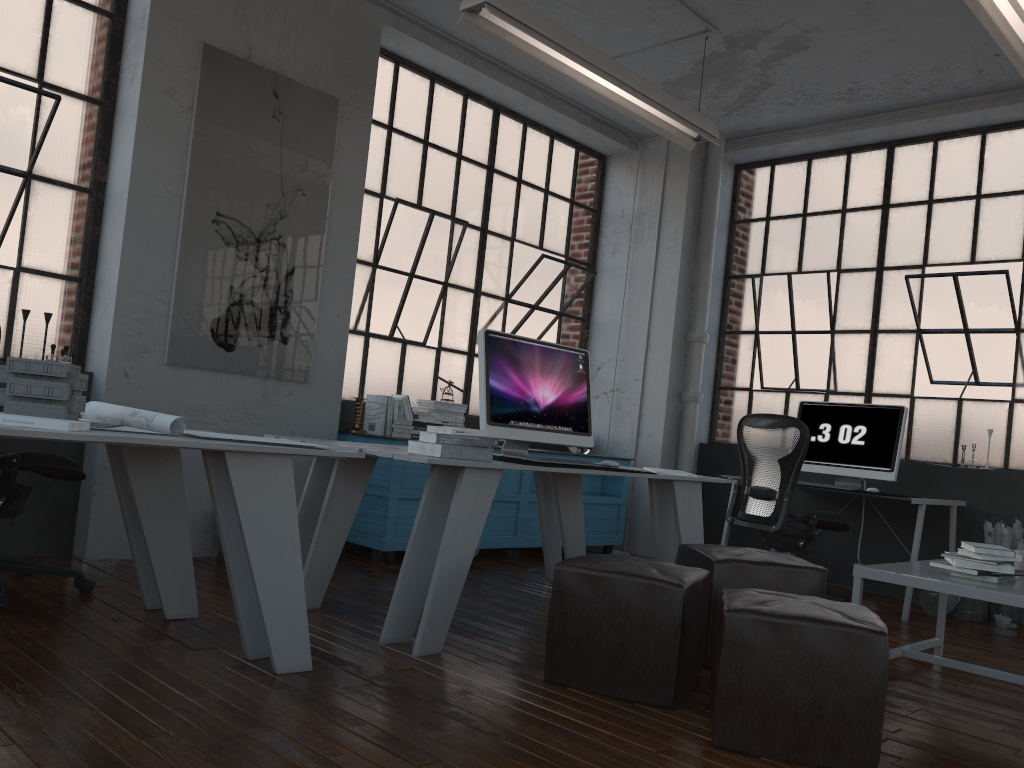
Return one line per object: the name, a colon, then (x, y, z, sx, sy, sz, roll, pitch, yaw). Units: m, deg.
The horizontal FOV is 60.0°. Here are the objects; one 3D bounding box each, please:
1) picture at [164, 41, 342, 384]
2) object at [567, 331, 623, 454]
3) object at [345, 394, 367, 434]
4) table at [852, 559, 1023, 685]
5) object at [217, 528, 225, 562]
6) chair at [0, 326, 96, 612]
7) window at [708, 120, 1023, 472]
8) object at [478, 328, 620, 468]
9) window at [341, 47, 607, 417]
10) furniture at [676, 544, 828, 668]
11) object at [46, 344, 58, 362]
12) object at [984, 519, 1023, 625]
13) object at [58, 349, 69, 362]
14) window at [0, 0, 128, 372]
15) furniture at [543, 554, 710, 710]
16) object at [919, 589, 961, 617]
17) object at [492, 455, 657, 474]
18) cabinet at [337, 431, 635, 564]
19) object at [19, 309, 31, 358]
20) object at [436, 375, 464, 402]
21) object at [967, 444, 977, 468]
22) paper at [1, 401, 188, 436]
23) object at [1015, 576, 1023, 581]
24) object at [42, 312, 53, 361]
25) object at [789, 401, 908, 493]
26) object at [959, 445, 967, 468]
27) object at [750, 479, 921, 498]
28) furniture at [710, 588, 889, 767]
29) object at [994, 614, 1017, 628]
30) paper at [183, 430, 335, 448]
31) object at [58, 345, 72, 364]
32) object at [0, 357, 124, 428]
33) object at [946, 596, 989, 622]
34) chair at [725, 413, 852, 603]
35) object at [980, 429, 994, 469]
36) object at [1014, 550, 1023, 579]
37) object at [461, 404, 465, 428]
picture: (-1.362, -0.870, 4.770, 0.025, 1.649, 0.855, 4, -3, 44)
object: (0.644, 0.065, 6.630, 0.433, 0.939, 0.232, 5, -2, 26)
object: (-0.932, 0.181, 5.380, 0.132, 0.236, 0.132, 6, -2, 11)
table: (1.963, 0.981, 3.358, 0.971, 0.444, 0.993, 3, -4, 44)
object: (-1.402, 0.773, 4.657, 0.293, 0.307, 0.292, 7, -3, -17)
chair: (-2.041, 0.252, 3.437, 0.770, 1.085, 0.793, 5, -2, 13)
window: (2.600, -0.596, 6.311, 2.588, 2.389, 0.671, 3, -3, 44)
object: (0.170, 0.074, 4.017, 0.715, 0.552, 0.377, 9, -3, -44)
window: (-0.227, -0.886, 6.396, 0.669, 2.388, 2.596, 4, -3, 44)
furniture: (0.949, 0.907, 3.621, 0.503, 0.460, 0.504, 6, -3, -7)
object: (-2.230, -0.136, 4.300, 0.058, 0.117, 0.032, 6, -2, 5)
object: (2.998, 1.112, 5.300, 0.293, 0.627, 0.274, 6, -2, -4)
object: (-2.205, -0.123, 4.350, 0.058, 0.101, 0.032, 6, -2, -11)
window: (-2.931, -1.328, 3.599, 0.669, 2.388, 2.596, 4, -3, 44)
furniture: (0.408, 0.829, 3.060, 0.480, 0.439, 0.480, 5, -3, 23)
object: (2.511, 1.231, 5.217, 0.107, 0.280, 0.293, 7, -3, -20)
object: (0.141, 0.355, 4.006, 0.850, 0.008, 0.686, 9, -5, -44)
cabinet: (-0.131, 0.782, 5.968, 0.626, 0.732, 2.267, 4, -4, 44)
object: (-2.314, -0.223, 4.194, 0.085, 0.259, 0.085, 6, -2, 8)
object: (-0.406, 0.033, 5.774, 0.177, 0.161, 0.093, 5, -2, 12)
object: (2.970, 0.464, 5.708, 0.066, 0.160, 0.066, 6, -2, -14)
paper: (-1.615, 0.055, 2.686, 0.974, 0.105, 1.077, 3, -5, 44)
object: (2.038, 0.772, 3.505, 0.138, 0.003, 0.137, 7, -4, -25)
object: (-2.238, -0.212, 4.250, 0.085, 0.259, 0.085, 6, -2, 8)
object: (2.080, 0.385, 5.634, 0.378, 0.552, 0.713, 8, -3, -44)
object: (2.908, 0.462, 5.713, 0.055, 0.153, 0.055, 6, -2, 4)
object: (2.048, 0.666, 5.624, 0.688, 0.008, 0.847, 9, -5, -44)
furniture: (0.830, 0.851, 2.615, 0.471, 0.430, 0.471, 5, -3, 13)
object: (2.827, 1.370, 5.092, 0.125, 0.107, 0.095, 6, -2, -4)
paper: (-0.871, 0.178, 2.929, 0.429, 0.001, 0.484, 8, -4, -35)
object: (-2.161, -0.130, 4.289, 0.058, 0.117, 0.032, 7, -2, -32)
object: (-1.449, 0.023, 2.759, 0.416, 0.182, 0.389, 7, -3, -15)
object: (2.696, 1.243, 5.287, 0.290, 0.293, 0.291, 6, -2, 2)
chair: (1.638, 0.741, 5.291, 0.794, 1.085, 0.770, 8, -3, -42)
object: (3.036, 0.416, 5.646, 0.084, 0.256, 0.084, 7, -2, -23)
object: (2.051, 0.719, 3.515, 0.129, 0.109, 0.100, 8, -3, -37)
object: (-0.338, 0.266, 5.993, 0.084, 0.256, 0.084, 5, -2, 22)
